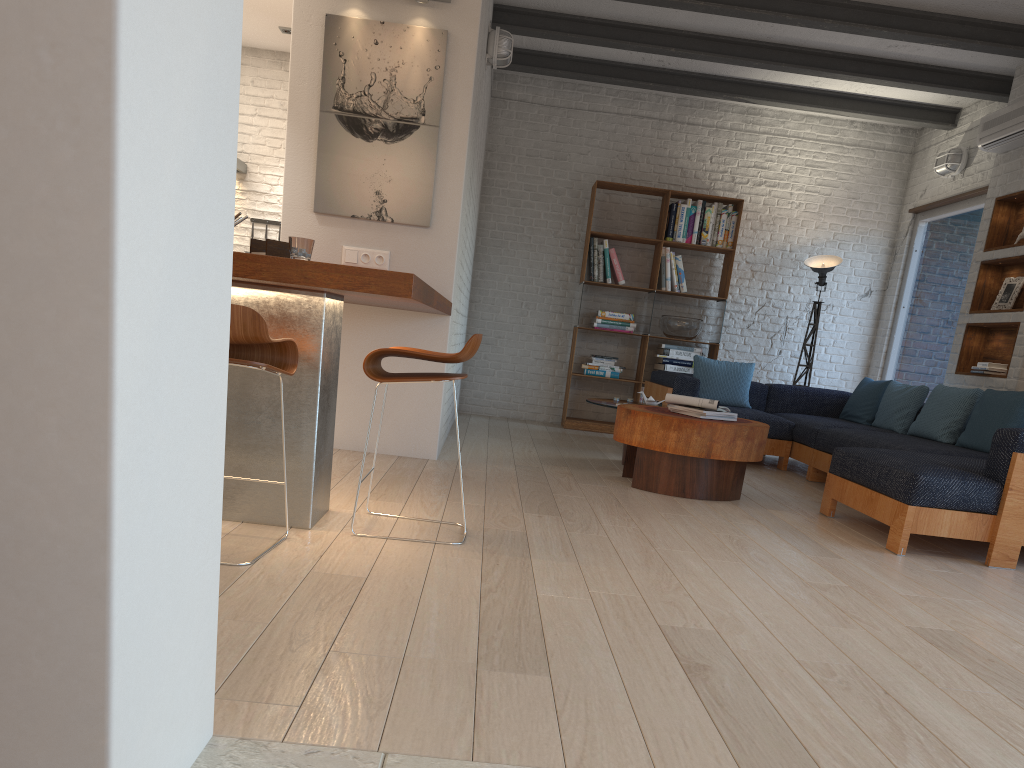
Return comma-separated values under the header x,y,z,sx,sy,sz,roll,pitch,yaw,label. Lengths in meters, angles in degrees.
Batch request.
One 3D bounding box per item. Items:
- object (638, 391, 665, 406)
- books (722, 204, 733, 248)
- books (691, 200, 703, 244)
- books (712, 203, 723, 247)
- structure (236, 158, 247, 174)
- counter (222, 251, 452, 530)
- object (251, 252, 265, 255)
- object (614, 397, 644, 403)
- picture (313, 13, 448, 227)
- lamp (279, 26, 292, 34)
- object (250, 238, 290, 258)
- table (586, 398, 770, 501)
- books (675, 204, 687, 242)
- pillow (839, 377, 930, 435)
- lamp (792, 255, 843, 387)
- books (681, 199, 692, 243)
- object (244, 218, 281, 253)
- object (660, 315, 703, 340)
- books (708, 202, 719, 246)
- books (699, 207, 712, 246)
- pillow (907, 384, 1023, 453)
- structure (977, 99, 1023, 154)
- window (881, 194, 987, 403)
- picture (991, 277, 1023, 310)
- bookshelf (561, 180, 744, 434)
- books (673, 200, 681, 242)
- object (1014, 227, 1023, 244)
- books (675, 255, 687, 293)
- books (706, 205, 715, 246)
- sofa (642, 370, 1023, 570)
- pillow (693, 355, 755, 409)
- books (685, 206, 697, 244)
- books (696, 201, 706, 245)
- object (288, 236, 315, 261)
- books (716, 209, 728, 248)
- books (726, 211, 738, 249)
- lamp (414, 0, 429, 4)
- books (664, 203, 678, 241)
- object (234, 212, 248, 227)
x,y,z,sx,sy,sz,roll,pitch,yaw,label
1.007,0.107,6.259,0.184,0.094,0.191,9,5,23,object
1.931,-1.417,7.929,0.036,0.395,0.236,6,10,-2,books
1.651,-1.450,7.905,0.036,0.395,0.236,6,10,-2,books
1.838,-1.429,7.924,0.036,0.395,0.236,6,10,-2,books
-2.664,-2.310,7.006,0.987,1.024,0.442,6,11,-2,structure
-1.209,-0.035,3.883,1.687,0.946,2.429,7,4,-2,counter
-0.737,-0.428,3.082,0.395,0.036,0.193,7,3,1,object
0.878,0.115,6.430,0.303,0.028,0.066,5,5,-25,object
-0.727,-1.429,4.783,0.656,1.047,0.019,6,13,-3,picture
-1.687,-2.689,6.590,0.124,0.057,0.120,7,5,-2,lamp
-0.863,-0.469,3.112,0.112,0.084,0.093,13,10,42,object
0.998,0.378,5.720,1.075,0.459,1.785,7,4,4,table
1.508,-1.440,7.907,0.056,0.339,0.246,6,9,-2,books
2.949,0.163,6.961,0.244,0.409,1.076,6,4,-3,pillow
2.870,-0.224,7.865,0.506,1.902,0.839,0,13,-29,lamp
1.557,-1.462,7.906,0.036,0.395,0.236,6,10,-2,books
-1.943,-1.186,7.452,0.670,0.402,0.135,7,12,-3,object
1.575,-0.518,8.144,0.395,0.207,0.398,11,7,39,object
1.801,-1.434,7.936,0.036,0.395,0.236,6,10,-2,books
1.731,-1.413,7.911,0.056,0.339,0.246,6,9,-2,books
2.966,0.212,5.641,0.255,0.427,1.179,6,4,-2,pillow
3.435,-1.753,5.843,0.200,0.225,0.793,7,4,-2,structure
4.158,-2.067,1.727,0.648,6.575,11.997,6,5,-2,window
3.512,-0.633,6.149,0.103,0.252,0.187,4,10,-11,picture
1.262,-0.616,8.082,1.319,2.270,0.351,6,13,-3,bookshelf
1.470,-1.459,7.918,0.021,0.370,0.263,6,10,-2,books
3.550,-1.068,5.953,0.112,0.250,0.210,8,9,6,object
1.529,-1.002,8.012,0.158,0.339,0.246,6,9,-2,books
1.770,-1.423,7.924,0.021,0.370,0.263,6,10,-2,books
2.227,0.407,5.875,2.081,0.679,3.844,7,3,-2,sofa
1.782,-0.012,7.398,0.556,0.422,0.216,6,11,-3,pillow
1.600,-1.429,7.929,0.056,0.339,0.246,6,9,-2,books
1.687,-1.446,7.917,0.036,0.395,0.236,6,10,-2,books
-0.736,-0.463,3.041,0.090,0.087,0.089,9,8,13,object
1.880,-1.395,7.927,0.056,0.339,0.246,6,9,-2,books
1.976,-1.385,7.953,0.056,0.339,0.246,6,9,-2,books
-0.472,-2.072,4.584,0.078,0.107,0.078,11,11,26,lamp
1.430,-1.450,7.921,0.056,0.339,0.246,6,9,-2,books
-1.129,-0.572,3.088,0.366,0.228,0.353,2,7,-37,object
